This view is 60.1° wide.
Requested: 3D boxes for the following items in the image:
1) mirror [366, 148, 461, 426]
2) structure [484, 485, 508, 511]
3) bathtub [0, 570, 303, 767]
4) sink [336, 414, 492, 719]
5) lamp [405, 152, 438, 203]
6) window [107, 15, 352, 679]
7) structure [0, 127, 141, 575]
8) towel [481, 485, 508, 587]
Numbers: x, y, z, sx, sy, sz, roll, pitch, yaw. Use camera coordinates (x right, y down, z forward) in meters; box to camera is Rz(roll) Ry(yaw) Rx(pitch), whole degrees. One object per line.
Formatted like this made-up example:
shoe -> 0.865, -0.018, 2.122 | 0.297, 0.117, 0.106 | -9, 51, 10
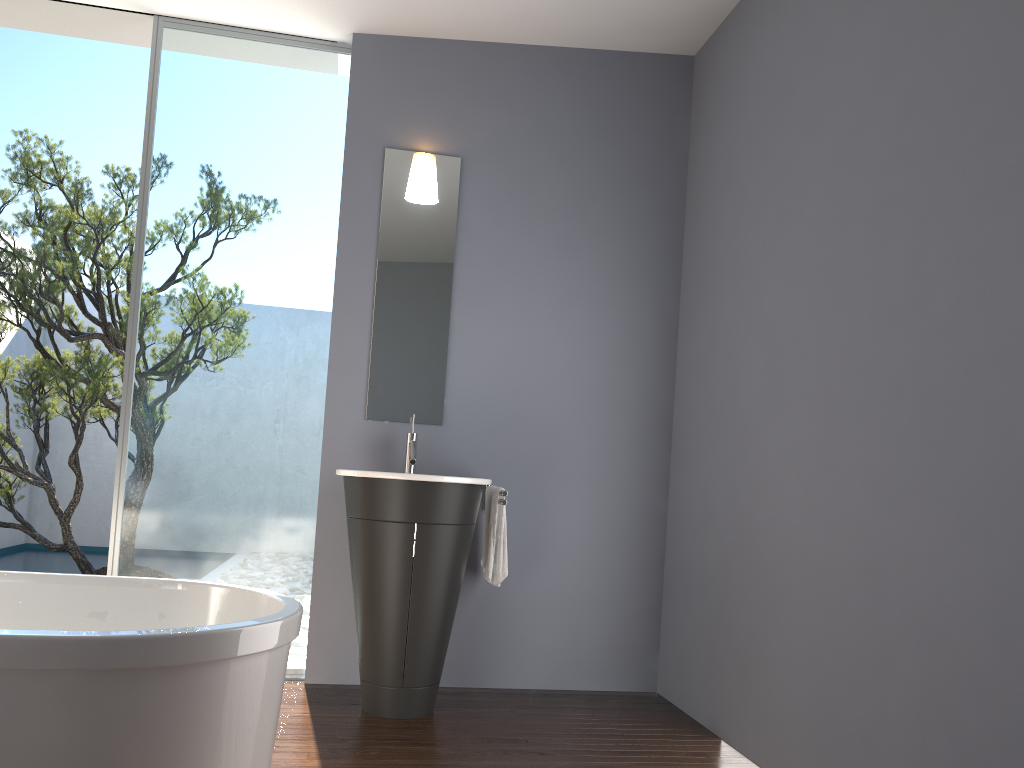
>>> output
mirror -> -0.456, -0.452, 4.123 | 0.355, 1.265, 0.012 | 4, -2, -10
structure -> -0.073, 0.500, 3.928 | 0.025, 0.144, 0.482 | 4, -6, -10
bathtub -> -1.541, 0.718, 1.891 | 2.101, 0.709, 0.916 | 5, -5, -10
sink -> -0.430, 0.729, 3.684 | 0.648, 1.245, 0.647 | 5, -4, -28
lamp -> -0.411, -0.966, 4.111 | 0.157, 0.213, 0.058 | 4, -3, -10
window -> -0.817, -0.119, 4.170 | 1.887, 2.991, 0.021 | 4, -2, -10
structure -> -3.165, 0.014, 6.595 | 2.591, 3.456, 2.526 | 5, -4, -17
towel -> -0.070, 0.674, 3.937 | 0.095, 0.438, 0.362 | 4, -4, -9
